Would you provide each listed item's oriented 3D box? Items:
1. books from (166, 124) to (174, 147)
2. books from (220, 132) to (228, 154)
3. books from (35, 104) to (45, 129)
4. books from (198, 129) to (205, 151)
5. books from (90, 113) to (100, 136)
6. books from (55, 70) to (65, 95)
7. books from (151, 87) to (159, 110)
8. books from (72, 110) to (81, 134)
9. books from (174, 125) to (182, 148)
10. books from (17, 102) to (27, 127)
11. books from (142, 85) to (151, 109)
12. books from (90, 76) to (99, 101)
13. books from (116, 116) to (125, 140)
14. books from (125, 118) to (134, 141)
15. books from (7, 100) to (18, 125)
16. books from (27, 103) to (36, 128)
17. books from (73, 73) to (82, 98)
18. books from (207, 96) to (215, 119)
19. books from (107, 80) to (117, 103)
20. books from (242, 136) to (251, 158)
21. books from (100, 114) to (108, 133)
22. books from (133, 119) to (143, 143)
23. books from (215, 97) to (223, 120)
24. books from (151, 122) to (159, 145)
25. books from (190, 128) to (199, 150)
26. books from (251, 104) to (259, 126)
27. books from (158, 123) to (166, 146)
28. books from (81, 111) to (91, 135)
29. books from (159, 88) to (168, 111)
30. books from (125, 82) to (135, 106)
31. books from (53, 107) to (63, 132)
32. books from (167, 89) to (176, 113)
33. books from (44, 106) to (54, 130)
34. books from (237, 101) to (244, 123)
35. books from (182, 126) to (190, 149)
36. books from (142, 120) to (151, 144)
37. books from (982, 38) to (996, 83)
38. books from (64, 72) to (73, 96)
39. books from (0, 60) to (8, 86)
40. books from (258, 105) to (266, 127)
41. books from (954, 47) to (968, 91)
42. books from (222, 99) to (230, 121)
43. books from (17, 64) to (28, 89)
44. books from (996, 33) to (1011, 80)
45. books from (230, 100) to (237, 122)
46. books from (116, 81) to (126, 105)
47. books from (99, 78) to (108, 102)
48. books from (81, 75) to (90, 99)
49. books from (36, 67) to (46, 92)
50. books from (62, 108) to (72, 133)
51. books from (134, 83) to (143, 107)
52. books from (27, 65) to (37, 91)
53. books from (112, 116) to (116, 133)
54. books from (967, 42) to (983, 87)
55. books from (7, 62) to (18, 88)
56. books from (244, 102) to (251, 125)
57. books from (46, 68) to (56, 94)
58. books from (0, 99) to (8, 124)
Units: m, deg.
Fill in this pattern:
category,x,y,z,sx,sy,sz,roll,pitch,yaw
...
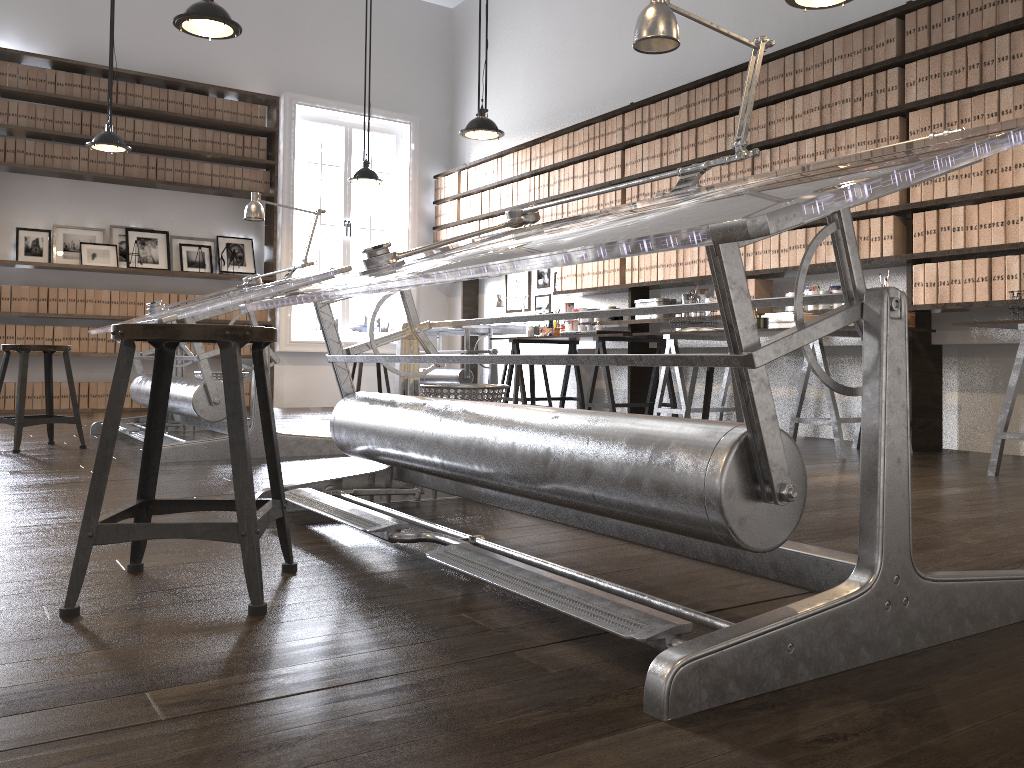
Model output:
category,x,y,z,sx,sy,sz,roll,pitch,yaw
books,-3.153,-2.250,8.123,0.066,0.226,0.174,2,-1,-33
books,-2.749,-2.251,8.384,0.066,0.226,0.174,2,-1,-33
books,-4.029,-2.248,7.546,0.067,0.226,0.174,2,-1,-33
books,-2.920,-2.250,8.271,0.066,0.226,0.174,2,-1,-33
books,-3.672,-2.249,7.785,0.066,0.226,0.174,2,-1,-33
books,-3.904,-2.567,7.637,0.066,0.226,0.174,2,-1,-33
books,-3.264,-2.568,8.058,0.066,0.226,0.174,2,-1,-33
books,-3.797,-2.248,7.704,0.066,0.226,0.174,2,-1,-33
books,-3.093,-2.250,8.159,0.066,0.226,0.174,2,-1,-33
books,-4.139,-2.247,7.478,0.066,0.226,0.174,2,-1,-33
books,-3.320,-2.568,8.017,0.066,0.226,0.174,2,-1,-33
books,-3.681,-2.568,7.785,0.066,0.226,0.174,2,-1,-33
books,-3.500,-2.249,7.889,0.066,0.226,0.174,2,-1,-33
books,-3.441,-2.249,7.931,0.066,0.226,0.174,2,-1,-33
books,-4.199,-2.247,7.437,0.067,0.226,0.174,2,-1,-33
books,-4.087,-2.248,7.513,0.066,0.226,0.174,2,-1,-33
books,-3.794,-2.567,7.705,0.067,0.226,0.174,2,-1,-33
books,-2.850,-2.569,8.324,0.066,0.226,0.174,2,-1,-33
books,-3.563,-2.568,7.863,0.066,0.226,0.174,2,-1,-33
books,-2.565,-2.251,8.498,0.067,0.226,0.174,2,-1,-33
books,-3.616,-2.249,7.819,0.066,0.226,0.174,2,-1,-33
books,-3.377,-2.249,7.970,0.067,0.226,0.174,2,-1,-33
books,-2.789,-2.569,8.359,0.067,0.226,0.174,2,-1,-33
books,-3.266,-2.250,8.047,0.066,0.226,0.174,2,-1,-33
books,-2.972,-2.250,8.235,0.066,0.226,0.174,2,-1,-33
books,-2.506,-2.570,8.549,0.066,0.226,0.174,2,-1,-33
books,-3.207,-2.249,8.079,0.067,0.226,0.174,2,-1,-33
books,-3.731,-2.248,7.740,0.067,0.226,0.174,2,-1,-33
books,-3.204,-2.569,8.094,0.066,0.226,0.174,2,-1,-33
books,-3.438,-2.568,7.944,0.066,0.226,0.174,2,-1,-33
books,-3.916,-2.248,7.626,0.066,0.226,0.174,2,-1,-33
books,-3.141,-2.569,8.134,0.066,0.226,0.174,2,-1,-33
books,-3.975,-2.248,7.588,0.066,0.226,0.174,2,-1,-33
books,-2.619,-2.570,8.468,0.067,0.226,0.174,2,-1,-33
books,-3.032,-2.250,8.194,0.067,0.226,0.174,2,-1,-33
books,-3.318,-2.249,8.011,0.066,0.226,0.174,2,-1,-33
books,2.465,-1.617,4.490,0.174,0.226,0.066,1,-1,-33
books,-3.853,-2.567,7.673,0.066,0.226,0.174,2,-1,-33
books,-4.261,-2.566,7.402,0.067,0.226,0.174,2,-1,-33
books,-2.444,-2.570,8.584,0.066,0.226,0.174,2,-1,-33
books,2.383,-1.621,4.615,0.174,0.226,0.066,1,-1,-33
books,-2.729,-2.570,8.400,0.066,0.226,0.174,2,-1,-33
books,-4.141,-2.566,7.483,0.066,0.226,0.174,2,-1,-33
books,2.499,-1.615,4.428,0.174,0.226,0.066,1,-1,-33
books,-2.677,-2.570,8.436,0.066,0.226,0.174,2,-1,-33
books,-3.497,-2.568,7.899,0.067,0.226,0.174,2,-1,-33
books,-3.620,-2.568,7.820,0.066,0.226,0.174,2,-1,-33
books,-3.741,-2.567,7.747,0.066,0.226,0.174,2,-1,-33
books,-4.025,-2.567,7.561,0.066,0.226,0.174,2,-1,-33
books,-3.854,-2.248,7.661,0.066,0.226,0.174,2,-1,-33
books,-3.379,-2.568,7.974,0.066,0.226,0.174,2,-1,-33
books,-4.085,-2.567,7.525,0.066,0.226,0.174,2,-1,-33
books,-3.560,-2.249,7.849,0.067,0.226,0.174,2,-1,-33
books,2.419,-1.619,4.550,0.174,0.226,0.067,1,-1,-33
books,-4.200,-2.566,7.441,0.066,0.226,0.174,2,-1,-33
books,-2.565,-2.570,8.510,0.066,0.226,0.174,2,-1,-33
books,-3.964,-2.567,7.596,0.067,0.226,0.174,2,-1,-33
books,-4.260,-2.247,7.402,0.066,0.226,0.174,2,-1,-33
